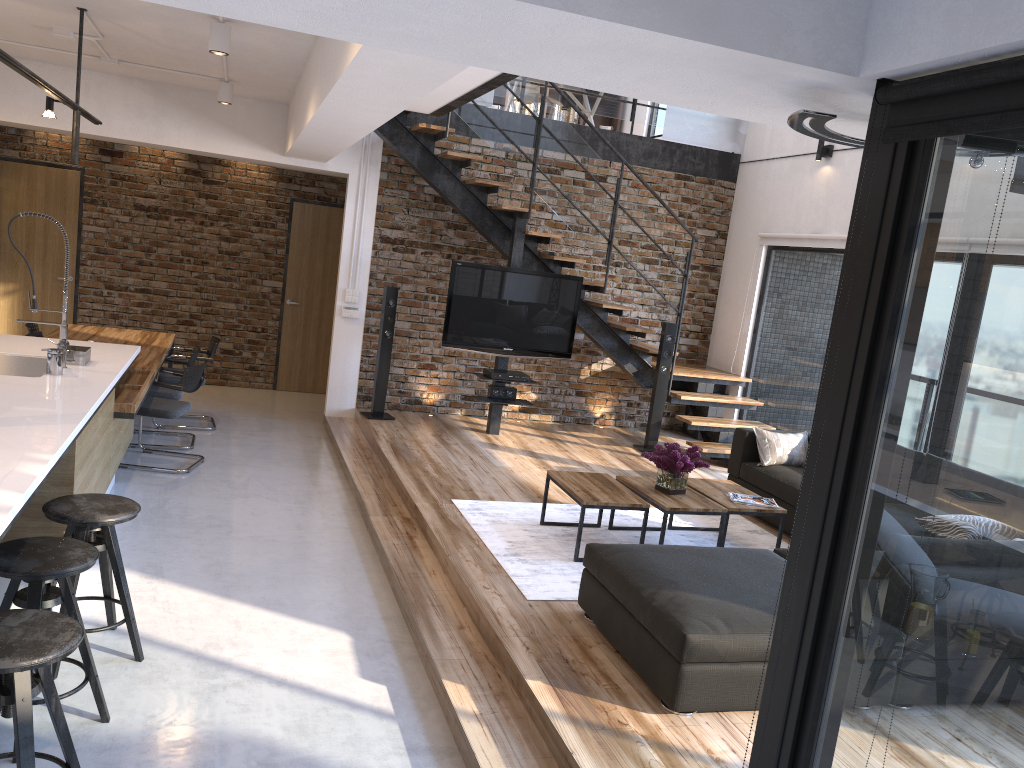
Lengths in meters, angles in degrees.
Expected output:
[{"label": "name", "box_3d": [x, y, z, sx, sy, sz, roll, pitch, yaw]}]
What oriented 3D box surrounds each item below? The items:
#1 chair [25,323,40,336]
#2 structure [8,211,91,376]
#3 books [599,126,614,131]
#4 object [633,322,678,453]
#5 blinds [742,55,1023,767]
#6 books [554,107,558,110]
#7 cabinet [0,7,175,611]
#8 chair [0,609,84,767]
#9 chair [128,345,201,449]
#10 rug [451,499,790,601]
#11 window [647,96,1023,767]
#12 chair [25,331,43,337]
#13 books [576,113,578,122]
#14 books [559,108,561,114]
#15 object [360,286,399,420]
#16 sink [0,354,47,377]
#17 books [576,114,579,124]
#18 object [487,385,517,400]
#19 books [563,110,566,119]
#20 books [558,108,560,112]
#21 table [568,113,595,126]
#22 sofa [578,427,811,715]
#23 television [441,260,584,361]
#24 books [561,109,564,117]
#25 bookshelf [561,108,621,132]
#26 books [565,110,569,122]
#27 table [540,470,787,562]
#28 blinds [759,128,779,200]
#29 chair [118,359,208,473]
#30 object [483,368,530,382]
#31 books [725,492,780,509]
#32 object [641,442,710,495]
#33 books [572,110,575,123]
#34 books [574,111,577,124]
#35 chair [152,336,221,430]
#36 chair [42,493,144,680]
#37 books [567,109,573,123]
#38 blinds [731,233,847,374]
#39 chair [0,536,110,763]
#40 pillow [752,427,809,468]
[{"label": "chair", "box_3d": [-3.757, -0.095, 7.360, 0.540, 0.770, 0.518, 4, 9, -23]}, {"label": "structure", "box_3d": [-2.385, -0.495, 4.792, 0.392, 0.815, 0.506, 11, 9, 21]}, {"label": "books", "box_3d": [1.292, -3.485, 12.097, 0.177, 0.043, 0.118, 10, 9, 17]}, {"label": "object", "box_3d": [1.371, 0.032, 8.208, 0.271, 1.209, 0.270, 5, 9, -13]}, {"label": "blinds", "box_3d": [1.428, 0.547, 1.651, 1.826, 2.057, 3.857, 12, 9, 26]}, {"label": "books", "box_3d": [0.559, -3.610, 11.847, 0.028, 0.256, 0.179, 5, 9, -18]}, {"label": "cabinet", "box_3d": [-3.237, -0.710, 4.666, 2.474, 2.878, 9.091, 5, 9, -18]}, {"label": "chair", "box_3d": [-1.405, 0.986, 2.471, 0.367, 0.631, 0.366, 7, 9, -3]}, {"label": "chair", "box_3d": [-2.769, 0.083, 7.022, 0.540, 0.770, 0.518, 5, 9, -18]}, {"label": "rug", "box_3d": [0.841, 0.981, 5.349, 2.114, 0.003, 1.632, 5, 8, -18]}, {"label": "window", "box_3d": [1.603, -1.612, 5.768, 5.665, 5.580, 13.362, 5, 9, -18]}, {"label": "chair", "box_3d": [-3.451, 0.024, 6.809, 0.540, 0.770, 0.518, 5, 9, -18]}, {"label": "books", "box_3d": [0.844, -3.579, 11.955, 0.012, 0.238, 0.153, 5, 9, -18]}, {"label": "books", "box_3d": [0.612, -3.610, 11.888, 0.039, 0.259, 0.132, 5, 9, -18]}, {"label": "object", "box_3d": [-1.166, -0.287, 8.101, 0.271, 1.209, 0.270, 3, 10, -28]}, {"label": "sink", "box_3d": [-2.682, 0.001, 4.745, 0.406, 0.203, 0.704, 5, 9, -18]}, {"label": "books", "box_3d": [0.866, -3.609, 11.954, 0.021, 0.304, 0.156, 5, 9, -18]}, {"label": "object", "box_3d": [-0.088, 0.078, 7.953, 0.247, 0.112, 0.088, 5, 9, -18]}, {"label": "books", "box_3d": [0.682, -3.574, 11.924, 0.039, 0.196, 0.118, 5, 9, -18]}, {"label": "books", "box_3d": [0.593, -3.607, 11.857, 0.014, 0.256, 0.180, 5, 9, -18]}, {"label": "table", "box_3d": [0.421, -2.992, 9.490, 1.861, 0.637, 0.741, 5, 9, -18]}, {"label": "sofa", "box_3d": [1.605, 0.762, 5.102, 3.000, 0.702, 3.036, 5, 9, -18]}, {"label": "television", "box_3d": [-0.004, -0.626, 7.812, 1.207, 0.785, 0.136, 5, 9, -18]}, {"label": "books", "box_3d": [0.644, -3.578, 11.912, 0.039, 0.196, 0.118, 5, 9, -18]}, {"label": "bookshelf", "box_3d": [0.205, -4.179, 11.673, 2.718, 2.286, 0.306, 5, 9, -18]}, {"label": "books", "box_3d": [0.719, -3.571, 11.936, 0.039, 0.196, 0.118, 5, 9, -18]}, {"label": "table", "box_3d": [0.897, 0.811, 5.338, 1.299, 0.351, 0.695, 5, 9, -18]}, {"label": "blinds", "box_3d": [1.829, -3.282, 7.862, 1.995, 2.982, 10.180, 0, 11, -39]}, {"label": "chair", "box_3d": [-2.525, 0.200, 6.429, 0.540, 0.770, 0.518, 7, 9, -3]}, {"label": "object", "box_3d": [-0.049, -0.077, 7.850, 0.360, 0.058, 0.274, 5, 9, -18]}, {"label": "books", "box_3d": [1.443, 0.699, 5.327, 0.295, 0.013, 0.228, 8, 8, 3]}, {"label": "object", "box_3d": [0.967, 0.476, 5.274, 0.375, 0.343, 0.341, 5, 9, -16]}, {"label": "books", "box_3d": [0.800, -3.588, 11.932, 0.028, 0.251, 0.167, 5, 9, -18]}, {"label": "books", "box_3d": [0.830, -3.611, 11.937, 0.028, 0.303, 0.165, 5, 9, -18]}, {"label": "chair", "box_3d": [-2.843, -0.028, 7.730, 0.540, 0.770, 0.518, 4, 9, -23]}, {"label": "chair", "box_3d": [-1.710, 0.787, 3.580, 0.366, 0.631, 0.366, -1, 12, -42]}, {"label": "books", "box_3d": [0.768, -3.587, 11.919, 0.039, 0.245, 0.173, 5, 9, -18]}, {"label": "blinds", "box_3d": [3.047, -0.013, 6.297, 0.096, 2.048, 5.355, 5, 9, -18]}, {"label": "chair", "box_3d": [-1.629, 0.874, 3.045, 0.365, 0.631, 0.365, 12, 10, 27]}, {"label": "pillow", "box_3d": [2.002, 0.479, 6.504, 0.499, 0.266, 0.211, 5, 9, -17]}]
